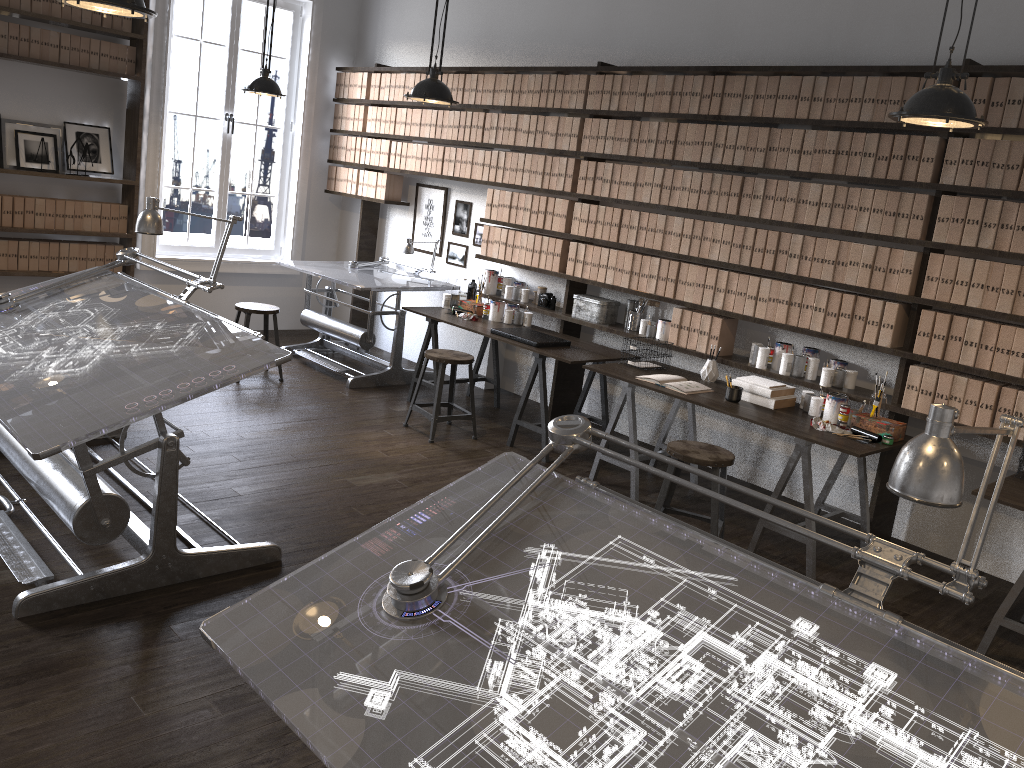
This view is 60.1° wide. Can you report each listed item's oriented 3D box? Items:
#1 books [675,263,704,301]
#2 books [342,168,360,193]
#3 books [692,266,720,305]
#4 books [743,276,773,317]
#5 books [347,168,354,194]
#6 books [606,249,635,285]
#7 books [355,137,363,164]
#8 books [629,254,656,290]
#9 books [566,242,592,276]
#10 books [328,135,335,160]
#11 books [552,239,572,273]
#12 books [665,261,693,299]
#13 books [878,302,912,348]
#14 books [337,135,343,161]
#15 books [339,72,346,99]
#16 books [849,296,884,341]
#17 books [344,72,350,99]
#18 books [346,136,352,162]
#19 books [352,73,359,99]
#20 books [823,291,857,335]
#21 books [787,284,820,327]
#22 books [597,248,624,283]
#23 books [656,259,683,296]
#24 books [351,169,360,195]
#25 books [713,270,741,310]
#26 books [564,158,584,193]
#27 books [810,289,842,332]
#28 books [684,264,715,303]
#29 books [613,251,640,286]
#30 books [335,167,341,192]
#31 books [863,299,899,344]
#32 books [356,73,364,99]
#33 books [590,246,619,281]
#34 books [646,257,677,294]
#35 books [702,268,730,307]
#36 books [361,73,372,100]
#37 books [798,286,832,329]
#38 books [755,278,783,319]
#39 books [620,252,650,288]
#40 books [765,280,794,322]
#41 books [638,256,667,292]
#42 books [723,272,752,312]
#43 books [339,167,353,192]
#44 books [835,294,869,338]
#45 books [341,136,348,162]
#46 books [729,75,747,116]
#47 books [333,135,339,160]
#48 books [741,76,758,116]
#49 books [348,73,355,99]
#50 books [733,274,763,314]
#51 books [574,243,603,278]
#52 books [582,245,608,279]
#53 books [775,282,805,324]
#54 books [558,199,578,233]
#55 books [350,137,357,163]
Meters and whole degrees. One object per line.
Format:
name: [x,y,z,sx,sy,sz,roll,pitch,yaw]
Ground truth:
books: [1.086,-0.619,5.376,0.175,0.223,0.067,-3,15,-44]
books: [-1.430,-1.825,7.981,0.175,0.224,0.067,-3,15,-44]
books: [1.168,-0.586,5.281,0.175,0.224,0.067,-3,15,-44]
books: [1.409,-0.497,5.032,0.175,0.224,0.067,-3,15,-44]
books: [-1.381,-1.807,7.930,0.175,0.223,0.067,-3,15,-44]
books: [0.706,-0.759,5.768,0.175,0.223,0.067,-3,15,-44]
books: [-1.290,-2.057,7.835,0.175,0.223,0.067,-3,15,-44]
books: [0.841,-0.710,5.631,0.175,0.223,0.067,-3,15,-44]
books: [0.463,-0.848,6.016,0.175,0.223,0.067,-3,15,-44]
books: [-1.585,-2.165,8.133,0.175,0.224,0.067,-3,15,-44]
books: [0.374,-0.881,6.111,0.175,0.224,0.067,-3,15,-44]
books: [1.032,-0.637,5.425,0.175,0.224,0.067,-3,15,-44]
books: [1.941,-0.300,4.480,0.175,0.223,0.067,-3,15,-44]
books: [-1.488,-2.130,8.040,0.174,0.223,0.067,-3,15,-44]
books: [-1.459,-2.677,7.980,0.175,0.223,0.067,-3,15,-44]
books: [1.840,-0.339,4.590,0.175,0.223,0.067,-3,15,-44]
books: [-1.408,-2.659,7.931,0.174,0.223,0.067,-3,15,-44]
books: [-1.391,-2.095,7.940,0.175,0.223,0.067,-3,15,-44]
books: [-1.312,-2.624,7.834,0.175,0.223,0.067,-3,15,-44]
books: [1.739,-0.377,4.695,0.175,0.223,0.067,-3,15,-44]
books: [1.594,-0.430,4.845,0.175,0.223,0.067,-3,15,-44]
books: [0.655,-0.777,5.818,0.175,0.224,0.067,-3,15,-44]
books: [0.985,-0.656,5.482,0.175,0.223,0.067,-3,15,-44]
books: [-1.330,-1.789,7.881,0.174,0.223,0.067,-3,15,-44]
books: [1.268,-0.550,5.181,0.174,0.223,0.067,-3,15,-44]
books: [0.450,-1.411,6.019,0.175,0.223,0.067,-3,15,-44]
books: [1.687,-0.394,4.742,0.174,0.223,0.067,-3,15,-44]
books: [1.128,-0.602,5.328,0.175,0.223,0.067,-3,15,-44]
books: [0.749,-0.743,5.725,0.175,0.223,0.067,-3,15,-44]
books: [-1.512,-1.858,8.076,0.175,0.223,0.067,-3,15,-44]
books: [1.887,-0.320,4.533,0.175,0.224,0.067,-3,15,-44]
books: [-1.267,-2.606,7.782,0.175,0.224,0.067,-3,15,-44]
books: [0.610,-0.795,5.870,0.175,0.223,0.067,-3,15,-44]
books: [0.934,-0.674,5.528,0.174,0.223,0.067,-3,15,-44]
books: [1.217,-0.568,5.230,0.175,0.223,0.067,-3,15,-44]
books: [-1.217,-2.588,7.732,0.175,0.223,0.067,-3,15,-44]
books: [1.642,-0.412,4.795,0.174,0.223,0.067,-3,15,-44]
books: [1.459,-0.479,4.982,0.175,0.223,0.067,-3,15,-44]
books: [0.791,-0.726,5.675,0.175,0.224,0.067,-3,15,-44]
books: [1.503,-0.464,4.939,0.175,0.223,0.067,-3,15,-44]
books: [0.889,-0.692,5.581,0.174,0.223,0.067,-3,15,-44]
books: [1.318,-0.533,5.135,0.174,0.223,0.067,-3,15,-44]
books: [-1.470,-1.842,8.028,0.175,0.223,0.067,-3,15,-44]
books: [1.785,-0.357,4.639,0.175,0.224,0.067,-3,15,-44]
books: [-1.443,-2.112,7.987,0.174,0.223,0.067,-3,15,-44]
books: [1.336,-1.634,5.064,0.175,0.223,0.067,-3,15,-44]
books: [-1.536,-2.148,8.090,0.175,0.223,0.067,-3,15,-44]
books: [1.388,-1.616,5.015,0.174,0.223,0.067,-3,15,-44]
books: [-1.358,-2.642,7.885,0.174,0.223,0.067,-3,15,-44]
books: [1.364,-0.515,5.084,0.175,0.223,0.067,-3,15,-44]
books: [0.515,-0.830,5.967,0.174,0.223,0.067,-3,15,-44]
books: [0.565,-0.812,5.921,0.174,0.223,0.067,-3,15,-44]
books: [1.545,-0.446,4.889,0.175,0.224,0.067,-3,15,-44]
books: [0.411,-1.142,6.060,0.175,0.224,0.067,-3,15,-44]
books: [-1.345,-2.076,7.883,0.175,0.224,0.067,-3,15,-44]
